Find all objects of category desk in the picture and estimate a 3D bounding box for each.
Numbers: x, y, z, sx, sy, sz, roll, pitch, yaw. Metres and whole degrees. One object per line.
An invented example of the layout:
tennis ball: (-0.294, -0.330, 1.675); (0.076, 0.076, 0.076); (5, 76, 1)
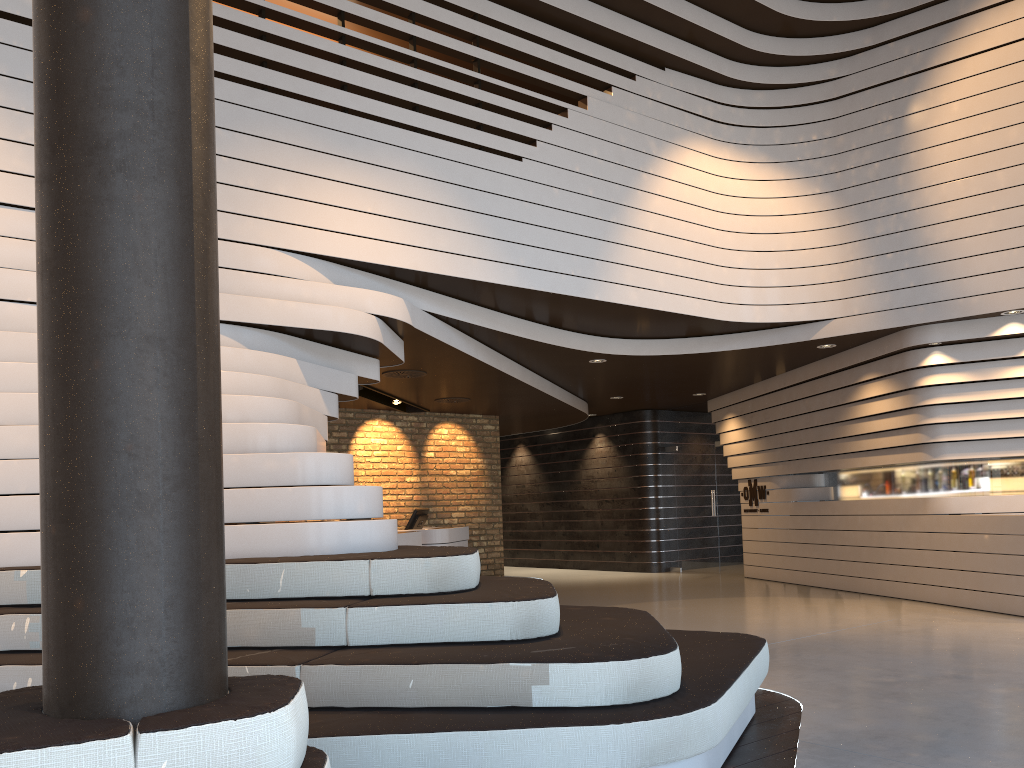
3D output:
desk: (-1.456, 1.986, 8.971); (0.852, 0.915, 1.465); (-3, -7, 9)
desk: (-1.067, 2.289, 11.164); (0.853, 0.915, 1.465); (-3, -7, 10)

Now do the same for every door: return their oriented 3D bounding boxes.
door: (3.097, 1.658, 13.951); (0.079, 2.686, 1.793); (-1, -4, -33)

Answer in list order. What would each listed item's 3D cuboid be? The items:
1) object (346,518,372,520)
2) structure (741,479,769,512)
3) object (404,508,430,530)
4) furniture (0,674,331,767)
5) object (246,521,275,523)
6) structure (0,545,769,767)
object: (-1.656, 1.561, 9.059); (0.370, 0.550, 0.598); (-3, -5, 12)
structure: (3.457, 1.594, 12.568); (0.017, 0.466, 0.810); (-2, -7, -13)
object: (-1.252, 1.847, 11.138); (0.370, 0.550, 0.598); (-3, -5, 12)
furniture: (-0.879, 1.011, 1.664); (1.770, 0.718, 1.287); (-2, -7, -2)
object: (-2.032, 1.221, 6.862); (0.369, 0.550, 0.600); (-2, -5, 2)
structure: (-6.772, 0.933, 0.433); (18.135, 0.921, 5.846); (5, -11, -41)
